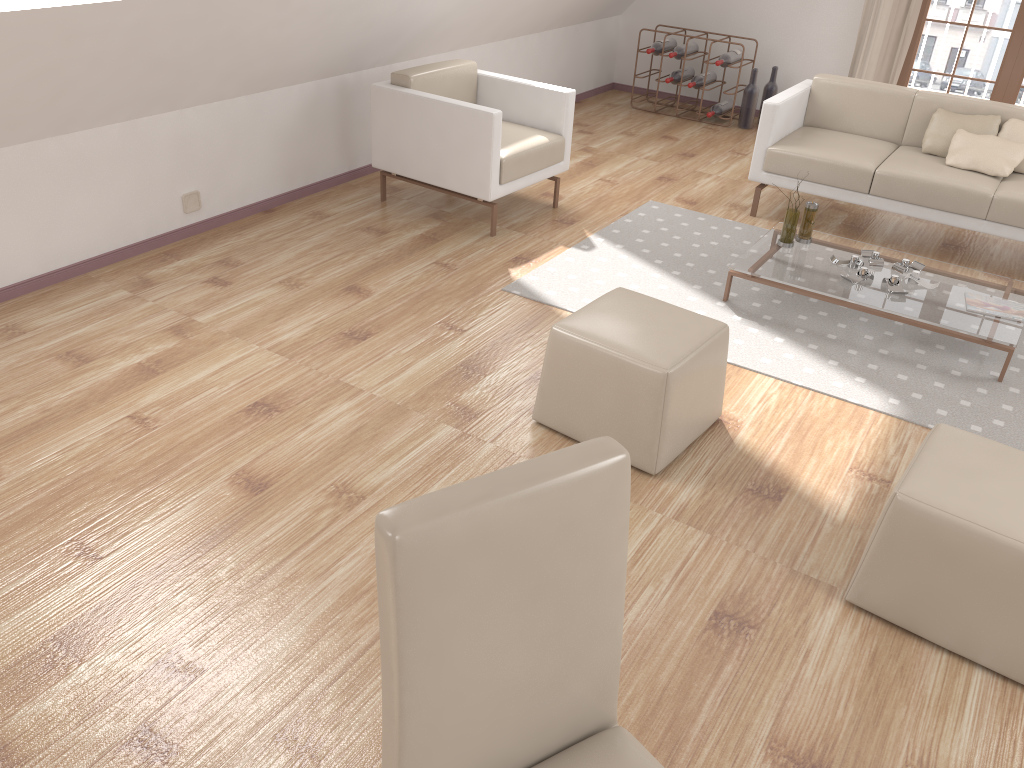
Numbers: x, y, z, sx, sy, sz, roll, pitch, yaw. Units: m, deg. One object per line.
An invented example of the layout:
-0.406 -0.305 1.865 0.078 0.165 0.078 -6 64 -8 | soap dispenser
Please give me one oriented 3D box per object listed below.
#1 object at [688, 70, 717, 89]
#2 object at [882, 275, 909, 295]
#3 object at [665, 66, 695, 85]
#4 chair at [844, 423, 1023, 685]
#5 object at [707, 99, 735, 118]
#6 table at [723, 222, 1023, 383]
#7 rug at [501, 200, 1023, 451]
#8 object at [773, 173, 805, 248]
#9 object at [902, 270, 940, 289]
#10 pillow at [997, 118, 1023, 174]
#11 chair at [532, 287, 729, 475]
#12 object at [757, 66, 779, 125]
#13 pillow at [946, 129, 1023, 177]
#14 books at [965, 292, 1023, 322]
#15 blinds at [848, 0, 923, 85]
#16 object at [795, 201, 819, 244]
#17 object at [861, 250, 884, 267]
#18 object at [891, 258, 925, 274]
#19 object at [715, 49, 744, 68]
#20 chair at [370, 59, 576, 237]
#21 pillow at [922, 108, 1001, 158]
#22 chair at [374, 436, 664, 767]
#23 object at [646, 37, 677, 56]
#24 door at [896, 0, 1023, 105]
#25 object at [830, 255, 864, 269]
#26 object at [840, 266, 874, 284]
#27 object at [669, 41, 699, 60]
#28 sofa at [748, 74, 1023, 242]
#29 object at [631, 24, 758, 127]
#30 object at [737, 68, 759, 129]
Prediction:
1.460 -2.345 6.867 0.109 0.109 0.435 21 35 26 | object
1.636 -0.425 3.779 0.064 0.051 0.143 4 31 0 | object
1.304 -2.407 6.947 0.109 0.109 0.435 21 35 26 | object
1.251 0.415 2.354 0.506 0.394 0.506 23 36 29 | chair
1.607 -2.125 6.881 0.109 0.109 0.435 21 35 26 | object
1.633 -0.400 3.974 1.173 0.190 0.730 21 35 26 | table
1.559 -0.307 3.988 2.800 0.007 1.600 21 35 26 | rug
1.287 -0.810 4.080 0.184 0.359 0.123 -5 32 -15 | object
1.778 -0.456 3.846 0.143 0.052 0.064 21 35 26 | object
2.690 -1.227 4.607 0.351 0.225 0.196 24 36 30 | pillow
0.421 -0.045 3.031 0.506 0.394 0.506 24 36 30 | chair
1.984 -2.213 6.825 0.115 0.443 0.120 17 33 21 | object
2.450 -1.192 4.604 0.363 0.170 0.227 24 36 30 | pillow
2.032 -0.316 3.686 0.280 0.005 0.192 16 33 19 | books
2.668 -2.818 6.158 0.423 2.130 0.120 19 34 24 | blinds
1.394 -0.761 4.181 0.075 0.185 0.075 -11 34 -24 | object
1.650 -0.589 4.055 0.064 0.052 0.143 4 31 0 | object
1.785 -0.538 3.984 0.143 0.052 0.064 -12 34 -25 | object
1.630 -2.448 6.691 0.109 0.109 0.435 21 35 26 | object
-0.204 -1.310 4.786 0.820 0.706 0.748 22 35 28 | chair
2.405 -1.338 4.760 0.351 0.235 0.185 23 36 29 | pillow
0.123 0.677 1.200 0.477 0.999 0.618 -16 36 -29 | chair
1.158 -2.626 6.929 0.110 0.110 0.439 21 35 26 | object
3.459 -2.493 5.887 1.546 2.001 0.098 21 35 26 | door
1.508 -0.558 3.987 0.143 0.052 0.064 21 35 26 | object
1.501 -0.476 3.849 0.143 0.052 0.064 -12 34 -25 | object
1.315 -2.567 6.854 0.109 0.109 0.435 21 35 26 | object
2.331 -1.135 4.784 1.880 0.706 0.820 21 35 26 | sofa
1.409 -2.415 6.924 0.854 0.608 0.417 21 35 26 | object
1.800 -2.155 6.707 0.115 0.443 0.120 17 33 21 | object
